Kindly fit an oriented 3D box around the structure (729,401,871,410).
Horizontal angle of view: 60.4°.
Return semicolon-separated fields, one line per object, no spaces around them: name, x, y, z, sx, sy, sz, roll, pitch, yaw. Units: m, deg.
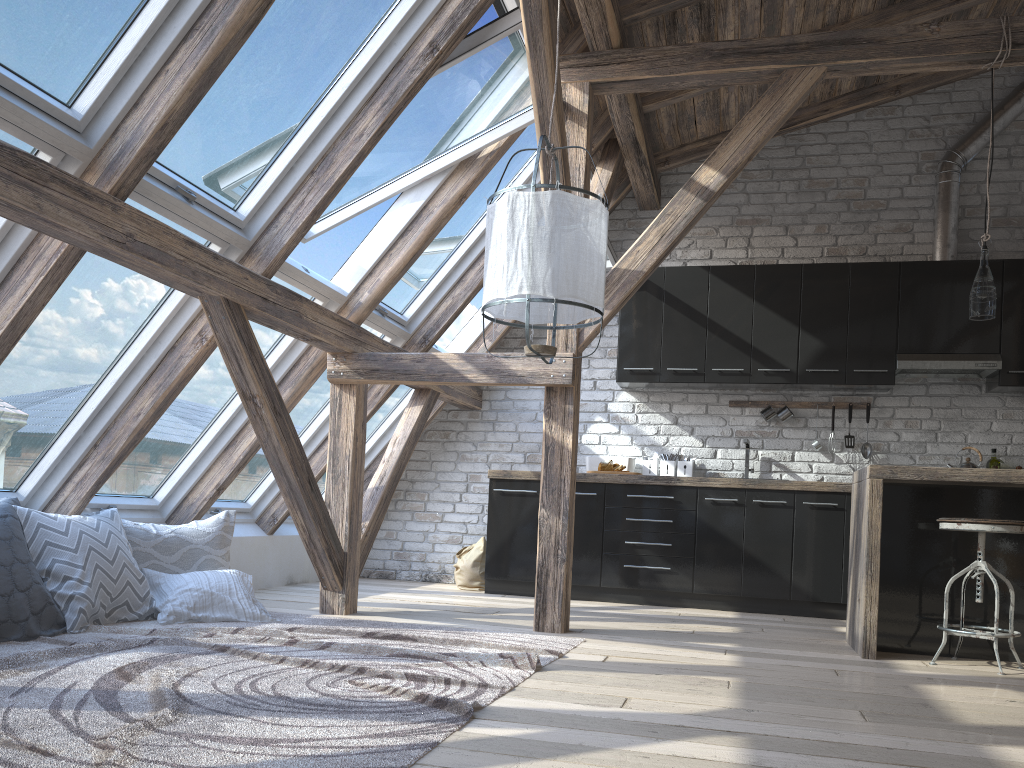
structure;1.966;0.139;6.033;0.931;0.045;0.082;1;-7;14

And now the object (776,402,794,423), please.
object;1.874;0.196;6.031;0.117;0.138;0.094;0;-4;32

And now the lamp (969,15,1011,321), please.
lamp;2.104;-0.941;3.866;0.108;1.281;0.226;2;-1;17

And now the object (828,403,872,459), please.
object;2.274;0.312;5.904;0.282;0.379;0.070;2;-2;15

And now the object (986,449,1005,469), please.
object;3.130;0.559;5.694;0.089;0.281;0.082;2;-2;10

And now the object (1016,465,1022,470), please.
object;3.249;0.612;5.683;0.080;0.182;0.039;2;-2;27

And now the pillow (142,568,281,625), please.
pillow;-1.402;0.990;4.080;0.540;0.240;0.477;8;-8;-34

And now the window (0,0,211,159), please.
window;-0.955;-1.401;2.259;1.095;1.269;0.862;2;-4;15

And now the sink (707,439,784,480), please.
sink;1.560;0.616;5.859;0.525;0.512;0.519;2;-5;15

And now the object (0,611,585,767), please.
object;-1.123;0.879;2.746;2.185;0.056;3.222;1;-9;15

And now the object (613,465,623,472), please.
object;0.713;0.571;5.936;0.072;0.057;0.084;4;-6;-10

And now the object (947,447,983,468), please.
object;2.840;0.507;5.482;0.222;0.234;0.224;2;-5;5

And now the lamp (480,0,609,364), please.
lamp;0.142;-1.025;2.915;0.409;1.884;0.400;4;-2;-34

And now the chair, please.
chair;2.010;0.896;3.781;0.356;0.633;0.354;5;-4;-42

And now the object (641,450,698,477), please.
object;1.105;0.573;6.193;0.404;0.200;0.148;1;-4;16

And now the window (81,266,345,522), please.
window;-1.522;0.054;4.264;1.095;1.269;0.862;2;-4;15

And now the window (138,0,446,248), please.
window;-0.727;-1.260;3.150;1.095;1.269;0.862;2;-4;15

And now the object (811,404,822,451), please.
object;2.078;0.293;5.989;0.071;0.324;0.066;2;-2;15

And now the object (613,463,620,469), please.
object;0.700;0.574;5.993;0.074;0.067;0.080;4;-6;-13

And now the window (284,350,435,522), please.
window;-1.066;0.337;6.046;1.095;1.269;0.862;2;-4;15

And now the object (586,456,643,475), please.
object;0.702;0.572;6.098;0.381;0.132;0.596;2;-8;3

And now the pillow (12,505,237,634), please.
pillow;-1.738;0.827;4.031;0.500;0.529;1.167;1;-7;20

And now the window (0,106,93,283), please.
window;-1.978;-0.230;2.483;1.095;1.269;0.862;2;-4;15

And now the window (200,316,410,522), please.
window;-1.294;0.196;5.155;1.095;1.269;0.862;2;-4;15

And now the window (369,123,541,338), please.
window;-0.271;-0.976;4.932;1.095;1.269;0.862;2;-4;15

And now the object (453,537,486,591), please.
object;-0.284;1.287;6.363;0.393;0.387;0.340;-1;-6;40

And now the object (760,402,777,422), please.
object;1.770;0.196;6.066;0.117;0.138;0.094;2;-4;17

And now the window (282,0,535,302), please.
window;-0.547;-1.118;4.053;1.404;1.269;0.862;1;-4;15

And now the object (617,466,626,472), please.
object;0.737;0.576;5.951;0.073;0.054;0.083;4;-6;-9

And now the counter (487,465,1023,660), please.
counter;1.531;0.947;5.007;3.808;0.846;2.266;1;-8;14

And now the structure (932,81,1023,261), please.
structure;3.273;-1.383;5.698;0.981;1.277;0.171;2;-2;14

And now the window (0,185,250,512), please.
window;-1.750;-0.088;3.374;1.095;1.269;0.862;2;-4;15

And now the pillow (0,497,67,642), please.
pillow;-2.052;0.629;2.978;0.467;0.558;1.286;2;-7;16

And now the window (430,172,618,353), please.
window;-0.103;-0.835;5.838;1.519;1.269;0.862;1;-4;14

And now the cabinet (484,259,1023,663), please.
cabinet;1.786;0.137;5.041;4.210;2.494;2.111;1;-4;15

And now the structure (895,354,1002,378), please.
structure;2.782;-0.118;5.684;0.599;0.103;0.372;1;-8;14

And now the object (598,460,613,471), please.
object;0.630;0.553;5.935;0.090;0.087;0.087;4;-5;-8
